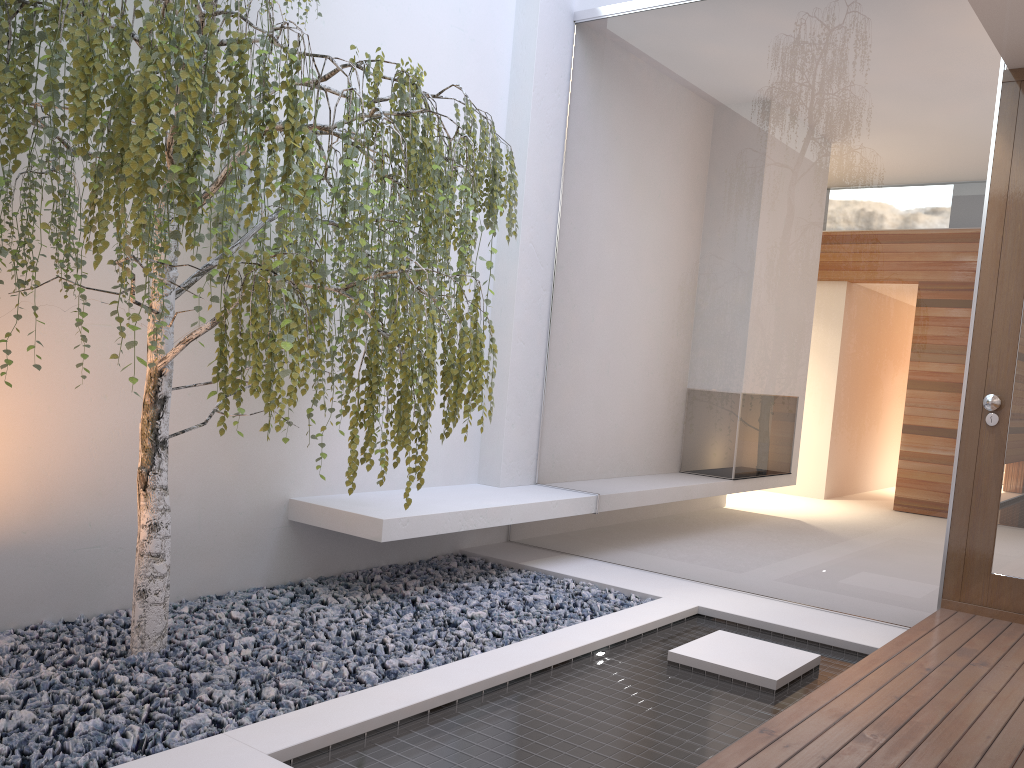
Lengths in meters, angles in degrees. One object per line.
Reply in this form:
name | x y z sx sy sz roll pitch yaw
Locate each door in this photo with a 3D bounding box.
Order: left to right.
door | 2.496 -0.140 3.573 0.825 2.371 0.126 6 4 34

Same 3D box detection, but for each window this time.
window | 1.130 -0.512 4.541 2.486 3.265 0.057 6 4 33

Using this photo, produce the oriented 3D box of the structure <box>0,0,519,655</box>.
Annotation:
structure | -0.924 -0.987 2.799 1.565 4.002 2.706 6 4 35
